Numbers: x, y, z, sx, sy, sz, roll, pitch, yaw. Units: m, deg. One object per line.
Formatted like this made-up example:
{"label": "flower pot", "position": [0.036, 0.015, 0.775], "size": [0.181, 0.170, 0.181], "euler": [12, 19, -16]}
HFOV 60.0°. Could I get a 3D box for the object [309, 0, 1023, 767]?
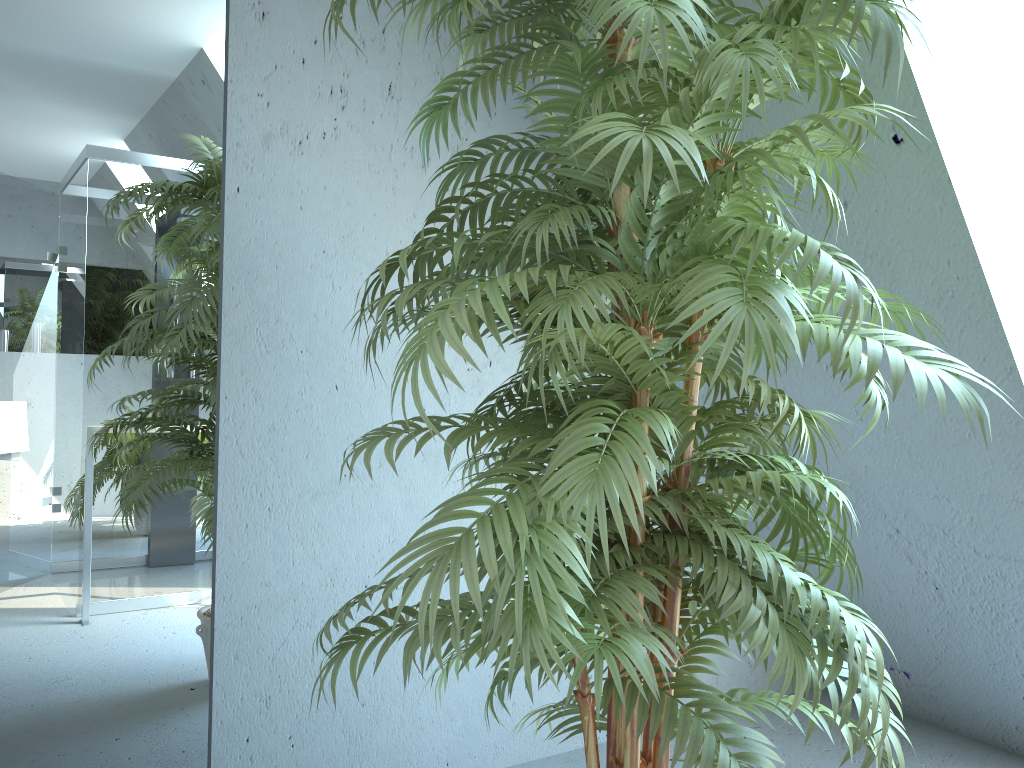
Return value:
{"label": "object", "position": [0.208, 0.087, 1.418], "size": [0.980, 2.034, 1.020], "euler": [2, 0, 15]}
